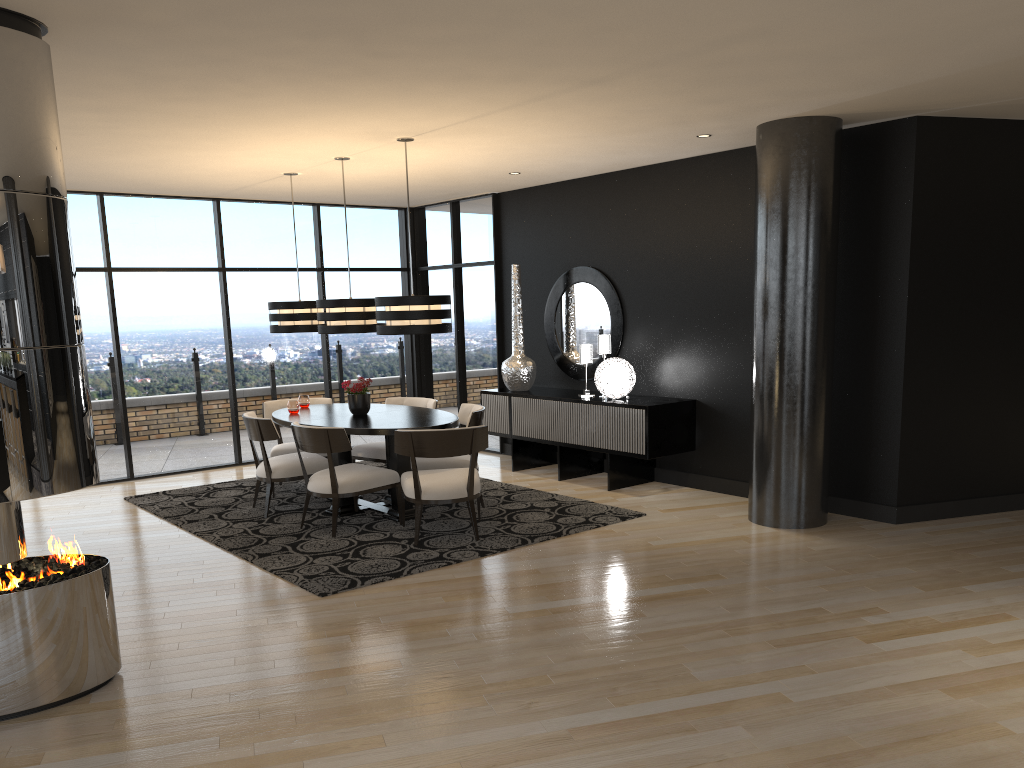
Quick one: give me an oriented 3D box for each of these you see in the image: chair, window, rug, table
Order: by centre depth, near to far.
[{"bbox_3d":[-1.533,-0.912,1.628,10.080,4.854,15.751,-5,7,-30],"label":"window"},{"bbox_3d":[-0.493,0.677,6.173,0.642,0.818,0.608,-3,9,-10],"label":"chair"},{"bbox_3d":[-1.246,0.671,6.471,0.639,0.818,0.610,6,12,43],"label":"chair"},{"bbox_3d":[-1.818,0.630,7.112,0.613,0.818,0.636,-6,10,-29],"label":"chair"},{"bbox_3d":[-0.512,0.592,7.116,0.615,0.818,0.634,-3,9,-11],"label":"chair"},{"bbox_3d":[-1.195,0.628,7.135,1.201,0.780,2.091,-7,8,-37],"label":"table"},{"bbox_3d":[-1.213,1.003,7.261,2.699,0.011,3.697,-6,7,-39],"label":"rug"},{"bbox_3d":[-0.987,0.548,7.750,0.640,0.818,0.609,5,11,36],"label":"chair"},{"bbox_3d":[-1.881,0.558,7.933,0.641,0.818,0.608,-4,9,-18],"label":"chair"}]

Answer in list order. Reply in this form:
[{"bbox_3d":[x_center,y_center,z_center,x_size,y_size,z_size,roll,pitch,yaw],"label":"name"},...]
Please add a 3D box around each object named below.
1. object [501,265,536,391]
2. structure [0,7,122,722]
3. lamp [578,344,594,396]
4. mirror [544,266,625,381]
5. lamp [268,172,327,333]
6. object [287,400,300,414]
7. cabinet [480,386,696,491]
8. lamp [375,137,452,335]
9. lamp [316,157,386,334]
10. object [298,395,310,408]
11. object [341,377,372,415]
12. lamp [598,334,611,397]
[{"bbox_3d":[0.056,-0.541,8.582,0.342,1.227,0.340,-7,12,-30],"label":"object"},{"bbox_3d":[-2.206,-0.022,3.572,0.888,2.784,0.580,-7,11,-28],"label":"structure"},{"bbox_3d":[0.672,-0.127,7.996,0.132,0.472,0.123,-5,10,-16],"label":"lamp"},{"bbox_3d":[0.668,-0.568,8.381,0.025,1.094,1.068,-10,11,-39],"label":"mirror"},{"bbox_3d":[-1.845,-1.116,7.554,0.531,1.349,0.531,-10,13,-39],"label":"lamp"},{"bbox_3d":[-1.793,0.190,7.244,0.095,0.107,0.094,-6,9,-28],"label":"object"},{"bbox_3d":[0.628,0.481,8.202,0.606,0.777,2.222,-8,9,-39],"label":"cabinet"},{"bbox_3d":[-0.713,-1.024,6.176,0.531,1.349,0.531,-10,13,-39],"label":"lamp"},{"bbox_3d":[-1.279,-1.070,6.865,0.531,1.349,0.531,-10,13,-39],"label":"lamp"},{"bbox_3d":[-1.806,0.152,7.671,0.095,0.107,0.094,1,8,17],"label":"object"},{"bbox_3d":[-1.227,0.097,7.033,0.227,0.303,0.235,-8,11,-36],"label":"object"},{"bbox_3d":[0.827,-0.165,7.891,0.125,0.558,0.130,1,10,13],"label":"lamp"}]
